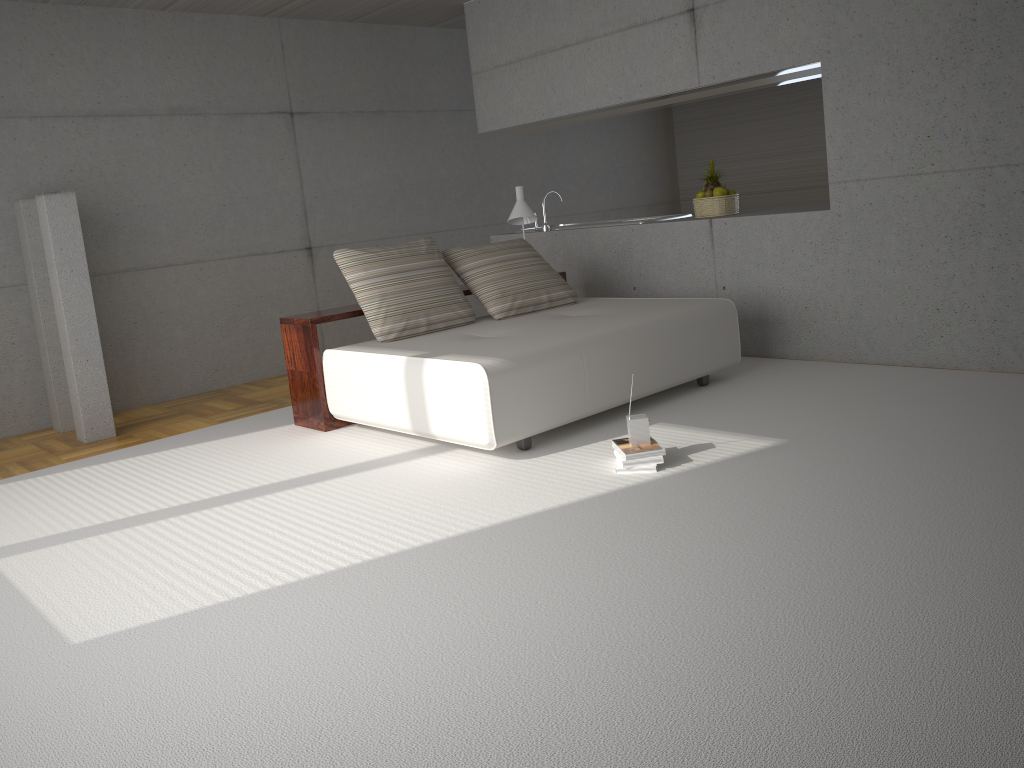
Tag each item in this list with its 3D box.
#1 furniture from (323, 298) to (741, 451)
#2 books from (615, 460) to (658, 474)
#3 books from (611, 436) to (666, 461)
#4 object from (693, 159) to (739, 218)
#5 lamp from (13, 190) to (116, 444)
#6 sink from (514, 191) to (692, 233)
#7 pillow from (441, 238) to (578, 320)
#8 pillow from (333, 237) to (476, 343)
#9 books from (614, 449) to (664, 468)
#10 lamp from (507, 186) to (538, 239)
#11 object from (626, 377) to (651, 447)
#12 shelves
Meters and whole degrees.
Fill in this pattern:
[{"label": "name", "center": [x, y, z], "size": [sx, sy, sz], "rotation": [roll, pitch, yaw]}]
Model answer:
[{"label": "furniture", "center": [0.154, -0.130, 5.622], "size": [2.189, 0.517, 1.616], "rotation": [-16, 14, -40]}, {"label": "books", "center": [0.594, 0.362, 4.161], "size": [0.189, 0.032, 0.268], "rotation": [-4, 12, 13]}, {"label": "books", "center": [0.591, 0.298, 4.160], "size": [0.189, 0.032, 0.267], "rotation": [-8, 11, -6]}, {"label": "object", "center": [1.575, -1.529, 6.886], "size": [0.333, 0.437, 0.373], "rotation": [-1, 11, 34]}, {"label": "lamp", "center": [-3.149, -0.473, 6.212], "size": [0.202, 1.675, 0.799], "rotation": [-12, 10, -40]}, {"label": "sink", "center": [0.724, -1.495, 7.903], "size": [0.773, 0.534, 1.706], "rotation": [-15, 14, -40]}, {"label": "pillow", "center": [-0.006, -0.763, 6.323], "size": [0.814, 0.512, 0.579], "rotation": [-15, 13, -39]}, {"label": "pillow", "center": [-0.680, -0.633, 5.797], "size": [0.808, 0.603, 0.491], "rotation": [-15, 12, -41]}, {"label": "books", "center": [0.590, 0.331, 4.158], "size": [0.189, 0.032, 0.268], "rotation": [-7, 11, -1]}, {"label": "lamp", "center": [0.111, -1.203, 6.931], "size": [0.244, 0.693, 0.327], "rotation": [-2, 9, 30]}, {"label": "object", "center": [0.582, 0.112, 4.092], "size": [0.090, 0.363, 0.187], "rotation": [-6, 8, 0]}, {"label": "shelves", "center": [-0.506, -0.305, 6.364], "size": [2.272, 0.708, 0.401], "rotation": [-16, 12, -40]}]
